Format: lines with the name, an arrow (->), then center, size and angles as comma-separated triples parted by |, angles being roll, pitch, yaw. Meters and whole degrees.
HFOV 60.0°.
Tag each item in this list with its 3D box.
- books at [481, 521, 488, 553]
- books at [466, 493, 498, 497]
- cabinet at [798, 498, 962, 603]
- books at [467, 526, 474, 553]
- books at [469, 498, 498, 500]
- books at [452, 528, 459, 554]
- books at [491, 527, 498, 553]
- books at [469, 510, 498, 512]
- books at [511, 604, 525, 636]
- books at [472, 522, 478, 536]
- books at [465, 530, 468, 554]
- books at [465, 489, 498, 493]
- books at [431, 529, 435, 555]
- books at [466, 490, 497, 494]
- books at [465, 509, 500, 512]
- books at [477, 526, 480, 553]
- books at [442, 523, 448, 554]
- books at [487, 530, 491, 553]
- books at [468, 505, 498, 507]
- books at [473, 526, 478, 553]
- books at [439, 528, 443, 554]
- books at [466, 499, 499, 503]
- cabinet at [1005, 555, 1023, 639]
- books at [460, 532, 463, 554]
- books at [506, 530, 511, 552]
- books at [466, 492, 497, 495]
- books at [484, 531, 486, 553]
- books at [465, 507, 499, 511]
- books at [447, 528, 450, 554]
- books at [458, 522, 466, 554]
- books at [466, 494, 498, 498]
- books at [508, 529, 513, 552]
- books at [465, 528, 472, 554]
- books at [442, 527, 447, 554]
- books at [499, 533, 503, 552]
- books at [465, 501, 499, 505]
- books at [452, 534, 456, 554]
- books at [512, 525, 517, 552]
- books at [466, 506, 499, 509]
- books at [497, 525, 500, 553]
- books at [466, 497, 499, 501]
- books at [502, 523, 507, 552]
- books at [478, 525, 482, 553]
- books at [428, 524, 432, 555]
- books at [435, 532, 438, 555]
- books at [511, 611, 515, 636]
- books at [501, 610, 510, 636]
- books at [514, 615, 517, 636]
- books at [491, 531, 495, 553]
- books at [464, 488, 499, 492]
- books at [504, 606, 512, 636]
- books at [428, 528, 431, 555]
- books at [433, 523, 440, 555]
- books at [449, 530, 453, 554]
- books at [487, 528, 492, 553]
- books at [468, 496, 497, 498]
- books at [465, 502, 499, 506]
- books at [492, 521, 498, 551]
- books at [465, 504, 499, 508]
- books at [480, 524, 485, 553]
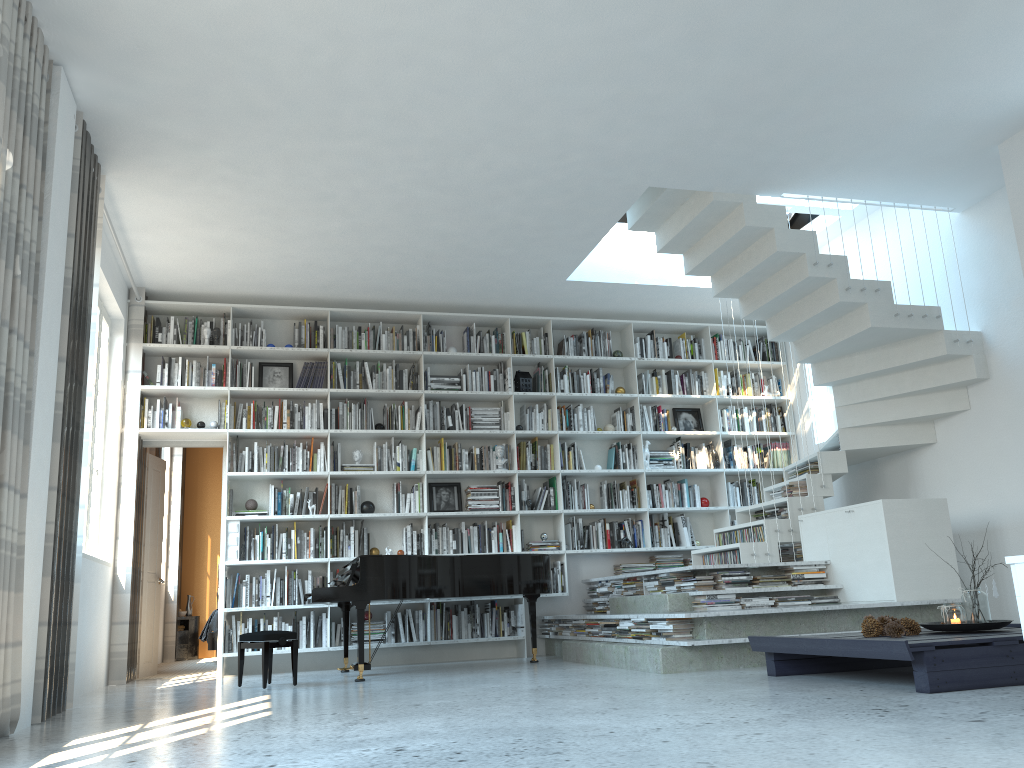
books -> -0.247, 1.398, 8.051 | 0.012, 0.296, 0.178 | 1, -14, -15
books -> -0.278, 1.019, 8.145 | 0.254, 0.012, 0.161 | 2, -15, -19
cabinet -> 2.594, 1.223, 6.378 | 0.551, 0.666, 0.996 | 1, -15, -15
books -> -0.376, 1.421, 8.033 | 0.025, 0.254, 0.136 | 1, -14, -15
books -> -0.275, 1.066, 8.132 | 0.254, 0.012, 0.161 | 2, -15, -20
books -> -0.508, 1.420, 7.967 | 0.029, 0.237, 0.166 | 1, -14, -15
books -> -0.168, 1.429, 8.062 | 0.023, 0.234, 0.175 | 1, -14, -15
books -> -0.272, 1.171, 8.113 | 0.254, 0.012, 0.161 | 1, -15, -13
books -> 0.053, 2.100, 7.887 | 0.038, 0.268, 0.278 | 1, -14, -15
books -> -0.332, 1.406, 8.046 | 0.014, 0.285, 0.135 | 1, -14, -15
books -> -0.426, 1.435, 8.007 | 0.025, 0.220, 0.140 | 1, -14, -15
books -> -0.281, 0.985, 8.158 | 0.285, 0.012, 0.160 | 1, -15, -13
books -> -0.715, 1.417, 7.908 | 0.027, 0.233, 0.168 | 1, -14, -15
books -> -0.279, 0.995, 8.151 | 0.254, 0.012, 0.161 | 2, -15, -19
books -> -0.270, 1.158, 8.109 | 0.285, 0.012, 0.160 | 2, -15, -20
books -> -0.318, 1.422, 8.040 | 0.011, 0.251, 0.159 | 1, -14, -15
books -> -0.599, 1.397, 7.948 | 0.013, 0.281, 0.166 | 1, -14, -15
books -> -0.227, 1.441, 8.043 | 0.024, 0.206, 0.183 | 1, -14, -15
books -> -0.272, 1.123, 8.118 | 0.254, 0.012, 0.161 | 2, -15, -20
books -> -0.344, 1.420, 8.014 | 0.026, 0.244, 0.192 | 1, -14, -15
books -> -0.648, 1.418, 7.952 | 0.024, 0.247, 0.132 | 1, -14, -15
books -> -0.274, 1.077, 8.128 | 0.285, 0.012, 0.160 | 0, -14, -11
cabinet -> 1.619, 0.654, 2.210 | 0.380, 0.485, 0.504 | 1, -14, -15
books -> -0.468, 1.440, 7.971 | 0.023, 0.196, 0.165 | 1, -14, -15
books -> -0.051, 1.441, 8.087 | 0.042, 0.211, 0.169 | 1, -14, -15
books -> -0.279, 1.008, 8.150 | 0.254, 0.012, 0.161 | 2, -15, -18
books -> -0.264, 1.446, 8.045 | 0.021, 0.202, 0.128 | 1, -14, -15
books -> -0.273, 1.149, 8.121 | 0.285, 0.012, 0.160 | 1, -15, -16
books -> -0.587, 1.420, 7.966 | 0.021, 0.244, 0.142 | 1, -14, -15
books -> -0.450, 1.398, 8.001 | 0.026, 0.291, 0.152 | 1, -14, -15
books -> -0.278, 1.032, 8.144 | 0.254, 0.012, 0.161 | 2, -15, -18
books -> -0.026, 1.439, 8.096 | 0.011, 0.216, 0.166 | 1, -14, -15
books -> -0.399, 1.426, 8.010 | 0.031, 0.236, 0.159 | 1, -14, -15
books -> -0.619, 1.415, 7.942 | 0.027, 0.245, 0.179 | 1, -14, -15
books -> -0.117, 1.453, 8.064 | 0.023, 0.182, 0.169 | 1, -14, -15
books -> -0.276, 1.090, 8.132 | 0.285, 0.012, 0.160 | 1, -15, -13
books -> -0.532, 1.444, 7.947 | 0.029, 0.183, 0.175 | 1, -14, -15
books -> 0.007, 1.424, 8.103 | 0.033, 0.245, 0.176 | 1, -14, -15
books -> -0.271, 1.135, 8.114 | 0.285, 0.012, 0.160 | 0, -14, -11
books -> -0.142, 1.424, 8.091 | 0.014, 0.255, 0.145 | 1, -14, -15
books -> -0.275, 1.054, 8.134 | 0.285, 0.012, 0.160 | 0, -14, -11
books -> -0.088, 1.414, 8.095 | 0.026, 0.271, 0.175 | 1, -14, -15
books -> -0.305, 1.414, 8.034 | 0.010, 0.260, 0.181 | 1, -14, -15
books -> -0.737, 1.399, 7.918 | 0.011, 0.274, 0.146 | 1, -14, -15
books -> -0.693, 1.433, 7.923 | 0.024, 0.208, 0.170 | 1, -14, -15
books -> -0.015, 2.138, 7.918 | 0.029, 0.217, 0.191 | 1, -14, -15
books -> -0.058, 2.136, 7.922 | 0.028, 0.227, 0.162 | 1, -14, -15
books -> 0.008, 2.159, 7.933 | 0.023, 0.181, 0.149 | 1, -14, -15
books -> -0.190, 1.443, 8.052 | 0.023, 0.204, 0.167 | 1, -14, -15
books -> -0.280, 0.971, 8.154 | 0.285, 0.012, 0.160 | 2, -15, -20
books -> -0.037, 2.120, 7.923 | 0.013, 0.255, 0.177 | 1, -14, -15
books -> -0.758, 1.416, 7.916 | 0.029, 0.243, 0.154 | 1, -14, -15
books -> -0.675, 1.398, 7.956 | 0.027, 0.290, 0.141 | 1, -14, -15
books -> -0.559, 1.428, 7.948 | 0.023, 0.217, 0.175 | 1, -14, -15
books -> -0.212, 1.430, 8.062 | 0.014, 0.234, 0.154 | 1, -14, -15
books -> -0.277, 1.043, 8.141 | 0.254, 0.012, 0.161 | 0, -15, -13
books -> -0.276, 1.103, 8.132 | 0.285, 0.012, 0.160 | 1, -15, -14
books -> -0.155, 1.403, 8.084 | 0.014, 0.293, 0.138 | 1, -14, -15
books -> -0.276, 1.115, 8.131 | 0.285, 0.012, 0.160 | 1, -15, -15
books -> -0.285, 1.411, 8.032 | 0.028, 0.264, 0.162 | 1, -14, -15
